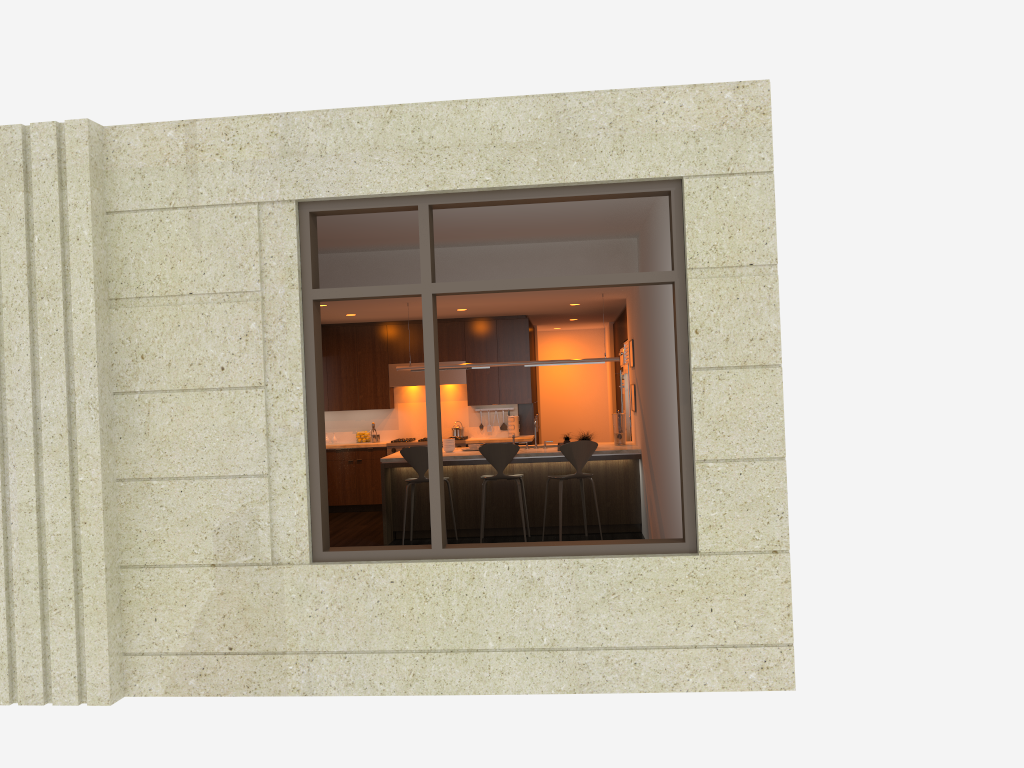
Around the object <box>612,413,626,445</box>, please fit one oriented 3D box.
[{"bbox_3d":[1.194,0.503,9.856,0.159,0.349,0.159,-2,0,-23],"label":"object"}]

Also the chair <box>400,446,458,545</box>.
[{"bbox_3d":[-0.893,1.153,9.258,0.520,1.047,0.506,-2,0,9],"label":"chair"}]

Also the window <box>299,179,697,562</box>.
[{"bbox_3d":[-0.102,-0.059,5.387,2.310,2.201,0.152,-2,0,5],"label":"window"}]

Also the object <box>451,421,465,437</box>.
[{"bbox_3d":[-0.753,0.627,12.385,0.221,0.218,0.221,-2,0,-12],"label":"object"}]

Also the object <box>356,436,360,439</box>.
[{"bbox_3d":[-2.153,0.741,12.418,0.063,0.051,0.053,-2,0,5],"label":"object"}]

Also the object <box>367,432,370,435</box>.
[{"bbox_3d":[-2.026,0.704,12.490,0.051,0.053,0.063,-2,0,-40],"label":"object"}]

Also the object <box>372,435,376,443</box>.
[{"bbox_3d":[-1.912,0.761,12.276,0.060,0.106,0.060,-2,0,36],"label":"object"}]

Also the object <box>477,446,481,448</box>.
[{"bbox_3d":[-0.315,0.710,9.724,0.139,0.059,0.138,-2,0,29],"label":"object"}]

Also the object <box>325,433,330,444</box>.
[{"bbox_3d":[-2.622,0.767,12.547,0.079,0.154,0.079,-2,0,-14],"label":"object"}]

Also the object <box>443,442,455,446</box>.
[{"bbox_3d":[-0.698,0.679,9.828,0.140,0.062,0.139,-2,0,4],"label":"object"}]

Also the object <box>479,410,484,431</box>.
[{"bbox_3d":[-0.433,0.509,12.469,0.061,0.296,0.020,-2,0,2],"label":"object"}]

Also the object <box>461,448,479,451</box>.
[{"bbox_3d":[-0.420,0.734,9.952,0.310,0.021,0.309,-2,0,4],"label":"object"}]

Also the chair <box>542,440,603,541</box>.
[{"bbox_3d":[0.621,1.090,9.048,0.520,1.047,0.506,-2,0,-21],"label":"chair"}]

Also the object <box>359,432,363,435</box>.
[{"bbox_3d":[-2.113,0.696,12.417,0.063,0.051,0.053,-2,0,-6],"label":"object"}]

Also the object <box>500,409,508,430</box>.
[{"bbox_3d":[-0.117,0.501,12.467,0.112,0.303,0.036,-2,0,4],"label":"object"}]

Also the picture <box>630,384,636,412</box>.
[{"bbox_3d":[1.332,0.152,9.750,0.012,0.300,0.496,-2,0,4],"label":"picture"}]

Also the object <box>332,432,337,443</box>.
[{"bbox_3d":[-2.512,0.762,12.537,0.079,0.154,0.079,-2,0,-14],"label":"object"}]

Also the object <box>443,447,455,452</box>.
[{"bbox_3d":[-0.697,0.725,9.829,0.140,0.059,0.139,-2,0,-5],"label":"object"}]

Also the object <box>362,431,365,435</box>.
[{"bbox_3d":[-2.095,0.692,12.474,0.063,0.053,0.051,-3,0,38],"label":"object"}]

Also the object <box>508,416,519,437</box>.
[{"bbox_3d":[0.021,0.585,12.223,0.144,0.286,0.149,-2,0,-15],"label":"object"}]

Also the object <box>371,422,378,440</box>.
[{"bbox_3d":[-1.928,0.670,12.285,0.088,0.288,0.101,-2,0,34],"label":"object"}]

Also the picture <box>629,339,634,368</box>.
[{"bbox_3d":[1.313,-0.333,9.754,0.012,0.298,0.493,-2,0,4],"label":"picture"}]

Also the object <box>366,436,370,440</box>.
[{"bbox_3d":[-2.017,0.761,12.417,0.052,0.054,0.061,-2,0,14],"label":"object"}]

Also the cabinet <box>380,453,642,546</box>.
[{"bbox_3d":[0.034,1.202,9.831,2.713,0.876,1.281,-2,0,4],"label":"cabinet"}]

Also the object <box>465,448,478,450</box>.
[{"bbox_3d":[-0.421,0.730,9.952,0.217,0.025,0.216,-2,0,21],"label":"object"}]

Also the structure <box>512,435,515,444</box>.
[{"bbox_3d":[0.019,0.645,9.839,0.050,0.161,0.067,-2,0,4],"label":"structure"}]

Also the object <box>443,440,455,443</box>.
[{"bbox_3d":[-0.700,0.657,9.829,0.140,0.064,0.139,-2,0,-22],"label":"object"}]

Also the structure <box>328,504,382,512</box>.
[{"bbox_3d":[-1.510,1.280,11.889,3.400,0.862,3.060,-2,0,4],"label":"structure"}]

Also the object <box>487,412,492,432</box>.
[{"bbox_3d":[-0.325,0.520,12.466,0.066,0.314,0.004,-2,0,4],"label":"object"}]

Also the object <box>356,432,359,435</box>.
[{"bbox_3d":[-2.157,0.702,12.446,0.057,0.060,0.052,-2,0,25],"label":"object"}]

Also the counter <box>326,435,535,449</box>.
[{"bbox_3d":[-1.539,0.816,11.828,3.616,0.038,3.187,-2,0,4],"label":"counter"}]

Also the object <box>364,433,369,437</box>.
[{"bbox_3d":[-2.039,0.716,12.433,0.061,0.052,0.053,-2,0,-40],"label":"object"}]

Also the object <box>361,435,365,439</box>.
[{"bbox_3d":[-2.091,0.740,12.424,0.052,0.053,0.062,-2,0,8],"label":"object"}]

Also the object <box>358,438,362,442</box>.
[{"bbox_3d":[-2.131,0.787,12.417,0.052,0.057,0.060,-3,0,38],"label":"object"}]

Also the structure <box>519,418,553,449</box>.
[{"bbox_3d":[0.286,0.545,9.856,0.310,0.341,0.321,-3,0,41],"label":"structure"}]

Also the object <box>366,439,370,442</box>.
[{"bbox_3d":[-2.021,0.790,12.457,0.063,0.053,0.051,-3,0,45],"label":"object"}]

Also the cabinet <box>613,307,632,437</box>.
[{"bbox_3d":[1.863,0.304,12.338,0.690,2.540,3.924,-2,0,4],"label":"cabinet"}]

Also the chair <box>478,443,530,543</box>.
[{"bbox_3d":[-0.101,1.121,9.249,0.520,1.047,0.506,-2,0,4],"label":"chair"}]

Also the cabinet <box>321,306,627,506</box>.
[{"bbox_3d":[-0.676,0.172,10.594,5.521,2.997,7.728,-2,0,4],"label":"cabinet"}]

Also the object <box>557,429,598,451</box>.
[{"bbox_3d":[0.741,0.580,9.570,0.497,0.231,0.503,-2,0,4],"label":"object"}]

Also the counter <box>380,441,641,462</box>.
[{"bbox_3d":[0.015,0.745,9.833,2.711,0.038,1.280,-2,0,4],"label":"counter"}]

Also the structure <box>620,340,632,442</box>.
[{"bbox_3d":[1.764,0.510,11.246,0.687,2.129,0.915,-2,0,4],"label":"structure"}]

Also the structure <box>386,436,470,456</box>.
[{"bbox_3d":[-1.131,0.768,12.269,1.067,0.422,0.824,-2,0,4],"label":"structure"}]

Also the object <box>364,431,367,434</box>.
[{"bbox_3d":[-2.065,0.693,12.544,0.059,0.060,0.050,-2,0,36],"label":"object"}]

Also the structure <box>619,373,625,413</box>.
[{"bbox_3d":[1.842,0.471,12.104,0.687,1.294,0.743,-2,0,4],"label":"structure"}]

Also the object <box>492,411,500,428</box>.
[{"bbox_3d":[-0.228,0.497,12.458,0.114,0.271,0.008,-2,0,4],"label":"object"}]

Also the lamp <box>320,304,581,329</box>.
[{"bbox_3d":[-7.248,-0.729,12.961,16.431,0.171,5.868,-2,0,3],"label":"lamp"}]

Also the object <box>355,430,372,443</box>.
[{"bbox_3d":[-2.087,0.735,12.482,0.207,0.175,0.189,-2,0,2],"label":"object"}]

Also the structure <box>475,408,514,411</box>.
[{"bbox_3d":[-0.248,0.356,12.467,0.541,0.031,0.048,-2,0,7],"label":"structure"}]

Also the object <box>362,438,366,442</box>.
[{"bbox_3d":[-2.071,0.790,12.427,0.064,0.063,0.074,-2,0,-33],"label":"object"}]

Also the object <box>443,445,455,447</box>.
[{"bbox_3d":[-0.698,0.701,9.829,0.140,0.068,0.139,-2,0,-13],"label":"object"}]

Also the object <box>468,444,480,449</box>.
[{"bbox_3d":[-0.421,0.709,9.952,0.139,0.059,0.138,-2,0,29],"label":"object"}]

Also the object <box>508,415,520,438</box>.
[{"bbox_3d":[0.014,0.583,12.231,0.168,0.304,0.160,-2,0,-42],"label":"object"}]

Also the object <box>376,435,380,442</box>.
[{"bbox_3d":[-1.867,0.759,12.352,0.060,0.106,0.060,-2,0,36],"label":"object"}]

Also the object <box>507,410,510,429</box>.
[{"bbox_3d":[-0.040,0.512,12.446,0.063,0.281,0.063,-2,0,-19],"label":"object"}]

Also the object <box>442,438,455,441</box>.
[{"bbox_3d":[-0.701,0.636,9.829,0.140,0.062,0.139,-2,0,12],"label":"object"}]

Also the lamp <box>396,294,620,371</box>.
[{"bbox_3d":[-0.066,-0.566,9.805,2.465,0.765,0.120,-2,0,4],"label":"lamp"}]
